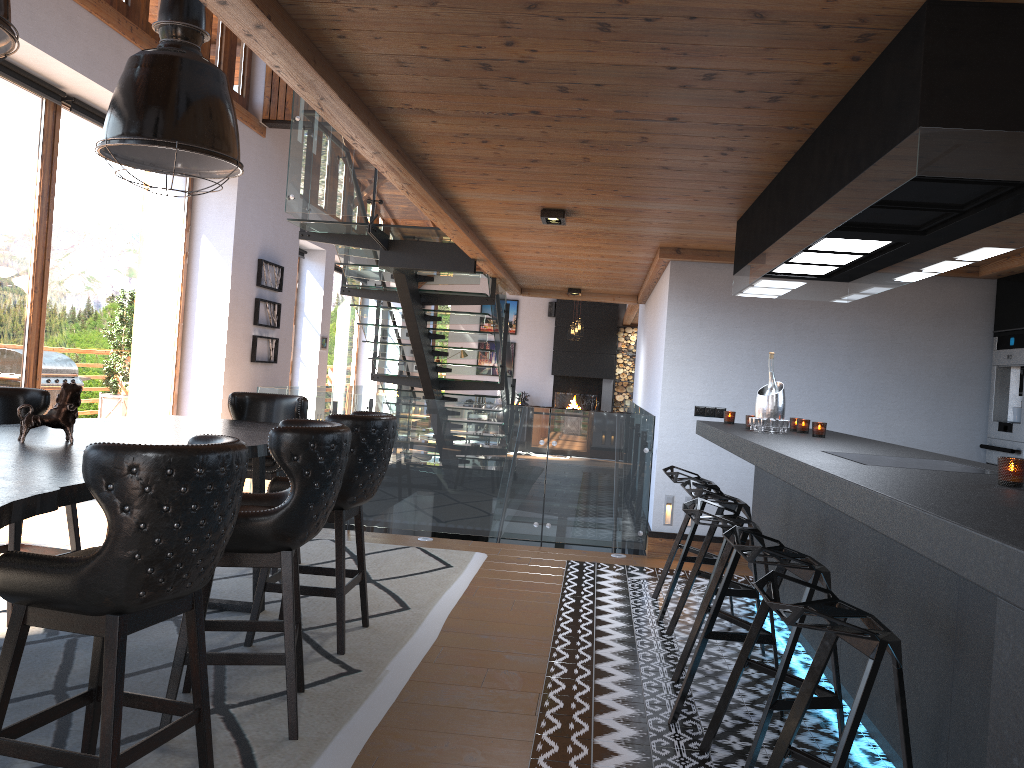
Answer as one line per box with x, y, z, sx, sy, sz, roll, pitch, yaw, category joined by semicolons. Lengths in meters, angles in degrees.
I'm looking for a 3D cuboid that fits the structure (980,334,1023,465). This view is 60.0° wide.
3.610;0.124;6.349;0.255;0.945;0.598;4;0;5;structure

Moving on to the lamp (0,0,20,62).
-1.530;-3.189;2.404;0.628;4.685;0.614;4;0;-40;lamp

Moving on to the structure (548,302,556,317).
0.940;-1.726;20.545;0.213;0.349;0.214;4;0;5;structure

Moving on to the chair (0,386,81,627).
-2.433;0.570;4.283;0.565;1.092;0.507;4;0;14;chair

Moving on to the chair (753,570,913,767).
0.826;0.939;2.208;0.468;0.839;0.540;4;0;6;chair

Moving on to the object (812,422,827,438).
1.683;0.250;4.859;0.080;0.081;0.078;4;0;-30;object

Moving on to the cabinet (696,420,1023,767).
1.444;0.839;3.717;0.887;1.103;4.810;4;1;6;cabinet

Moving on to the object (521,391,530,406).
0.244;0.384;20.377;0.338;0.455;0.337;4;0;30;object

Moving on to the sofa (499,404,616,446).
0.867;0.819;15.561;2.562;0.838;1.241;4;0;4;sofa

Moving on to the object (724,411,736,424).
1.456;0.224;5.932;0.078;0.081;0.080;4;0;40;object

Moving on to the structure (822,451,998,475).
1.477;0.300;3.292;0.503;0.017;0.611;4;1;5;structure

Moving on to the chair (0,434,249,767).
-1.060;0.685;2.439;0.565;1.092;0.507;4;0;14;chair

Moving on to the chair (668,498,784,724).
0.920;0.932;3.696;0.467;0.839;0.541;4;0;11;chair

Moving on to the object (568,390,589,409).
1.300;0.492;17.071;0.404;0.808;0.623;4;0;16;object

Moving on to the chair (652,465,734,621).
1.101;0.930;5.229;0.468;0.839;0.540;4;0;5;chair

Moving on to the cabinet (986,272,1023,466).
3.495;0.348;3.440;0.542;2.380;6.442;4;0;6;cabinet

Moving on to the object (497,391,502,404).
-0.193;0.326;20.345;0.261;0.532;0.423;4;0;-26;object

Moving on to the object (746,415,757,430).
1.424;0.228;5.260;0.080;0.081;0.078;4;0;-30;object

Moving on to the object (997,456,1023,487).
1.458;0.256;2.585;0.080;0.081;0.078;4;0;-40;object

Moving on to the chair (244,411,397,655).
-0.868;0.672;4.216;0.567;1.092;0.505;4;0;4;chair

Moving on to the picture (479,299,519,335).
-0.307;-1.583;20.716;0.878;0.816;0.036;4;0;4;picture

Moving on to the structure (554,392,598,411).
1.446;0.478;20.173;0.981;0.514;0.184;4;0;4;structure

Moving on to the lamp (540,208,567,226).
0.268;-1.076;5.679;0.155;0.068;0.261;4;0;5;lamp

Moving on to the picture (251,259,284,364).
-3.195;-0.931;11.606;0.059;1.312;0.775;4;0;6;picture

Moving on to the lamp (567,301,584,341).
1.324;-1.979;17.713;0.262;2.202;0.801;4;0;-4;lamp

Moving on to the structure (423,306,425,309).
-2.139;-1.948;20.779;0.213;0.349;0.214;4;0;5;structure

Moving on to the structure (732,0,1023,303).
1.586;-0.762;3.912;0.709;0.476;3.257;4;1;6;structure

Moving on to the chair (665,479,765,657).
1.069;0.935;4.472;0.469;0.839;0.539;4;0;2;chair

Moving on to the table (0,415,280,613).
-1.754;0.707;3.530;1.426;0.950;3.804;4;0;5;table

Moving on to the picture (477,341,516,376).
-0.378;-0.591;20.710;0.878;0.816;0.036;4;0;4;picture

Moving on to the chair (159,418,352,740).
-0.914;0.678;3.252;0.571;1.092;0.502;4;0;-11;chair

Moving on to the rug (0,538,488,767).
-1.694;1.165;3.845;2.547;0.047;5.642;4;1;5;rug

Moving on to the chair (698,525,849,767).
0.931;0.940;2.979;0.469;0.839;0.539;4;0;2;chair

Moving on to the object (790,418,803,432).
1.740;0.249;5.431;0.080;0.081;0.078;4;0;-30;object

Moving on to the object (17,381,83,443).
-1.824;0.108;3.493;0.223;0.253;0.115;4;0;-32;object

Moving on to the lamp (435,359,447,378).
-1.546;0.081;19.640;0.522;1.899;1.334;4;0;26;lamp

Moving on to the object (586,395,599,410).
1.770;0.758;19.770;0.311;1.018;0.304;4;0;-40;object

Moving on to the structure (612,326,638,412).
2.562;0.006;20.226;0.501;2.617;0.513;4;0;5;structure

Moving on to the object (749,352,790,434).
1.463;0.048;5.001;0.225;0.452;0.225;4;0;5;object

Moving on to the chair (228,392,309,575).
-1.576;0.609;5.521;0.503;1.092;0.569;4;0;4;chair

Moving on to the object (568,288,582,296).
0.737;-1.088;10.409;0.155;0.068;0.261;4;0;5;object

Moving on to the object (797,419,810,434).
1.721;0.249;5.241;0.080;0.081;0.078;4;0;-30;object

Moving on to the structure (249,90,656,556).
-3.078;0.633;8.989;9.193;6.398;11.047;4;0;5;structure

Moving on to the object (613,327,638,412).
2.556;0.012;20.236;0.493;2.612;0.467;4;0;5;object

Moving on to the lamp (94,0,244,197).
-1.372;-3.193;3.992;0.628;4.685;0.614;4;0;-40;lamp
